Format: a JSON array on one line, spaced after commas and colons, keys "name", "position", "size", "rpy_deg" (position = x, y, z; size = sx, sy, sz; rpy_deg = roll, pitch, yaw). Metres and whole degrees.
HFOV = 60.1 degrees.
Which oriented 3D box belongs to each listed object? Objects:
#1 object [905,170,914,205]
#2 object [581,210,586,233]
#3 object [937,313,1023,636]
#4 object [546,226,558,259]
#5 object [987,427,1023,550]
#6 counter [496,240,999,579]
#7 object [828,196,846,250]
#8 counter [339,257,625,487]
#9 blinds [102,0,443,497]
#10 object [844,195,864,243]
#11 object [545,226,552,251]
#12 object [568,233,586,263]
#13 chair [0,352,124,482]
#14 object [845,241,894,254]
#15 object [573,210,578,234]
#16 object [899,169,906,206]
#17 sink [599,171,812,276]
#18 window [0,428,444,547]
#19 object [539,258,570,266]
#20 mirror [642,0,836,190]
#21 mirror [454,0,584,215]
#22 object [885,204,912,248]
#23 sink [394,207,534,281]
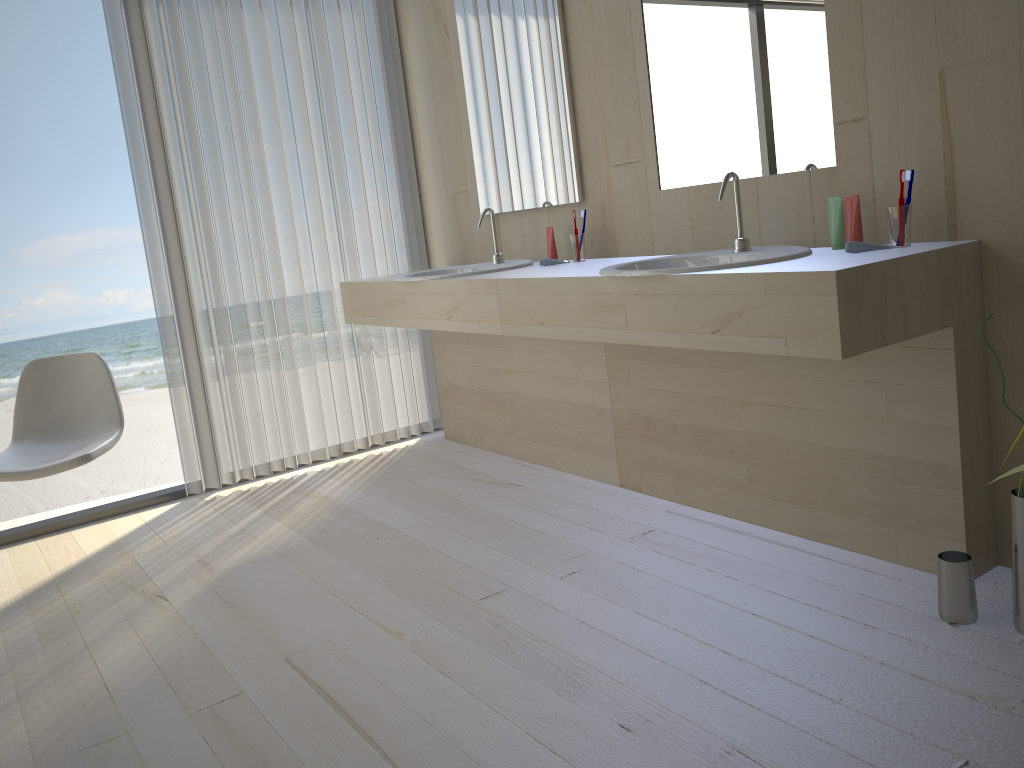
[{"name": "object", "position": [0.914, -0.408, 2.059], "size": [0.054, 0.174, 0.012], "rpy_deg": [-8, 7, -8]}, {"name": "object", "position": [0.239, -0.512, 3.058], "size": [0.054, 0.174, 0.012], "rpy_deg": [-8, 7, -8]}, {"name": "object", "position": [1.071, 0.116, 1.866], "size": [0.274, 0.743, 0.410], "rpy_deg": [0, 11, 44]}, {"name": "object", "position": [0.138, -0.484, 3.106], "size": [0.039, 0.134, 0.039], "rpy_deg": [-5, 8, 15]}, {"name": "object", "position": [0.699, 0.203, 0.436], "size": [0.916, 1.148, 0.757], "rpy_deg": [-7, 8, 0]}, {"name": "counter", "position": [0.562, 0.060, 2.412], "size": [0.553, 0.784, 1.208], "rpy_deg": [-12, 11, -33]}, {"name": "object", "position": [0.815, -0.402, 2.221], "size": [0.039, 0.134, 0.039], "rpy_deg": [-6, 8, 8]}, {"name": "counter", "position": [-0.113, -0.044, 3.410], "size": [0.553, 0.784, 1.208], "rpy_deg": [-12, 11, -33]}, {"name": "blinds", "position": [-0.920, -0.692, 3.670], "size": [1.189, 2.055, 0.084], "rpy_deg": [-12, 9, -33]}, {"name": "object", "position": [0.813, -0.381, 2.108], "size": [0.039, 0.134, 0.039], "rpy_deg": [-6, 8, 8]}, {"name": "object", "position": [0.140, -0.506, 3.219], "size": [0.039, 0.134, 0.039], "rpy_deg": [-5, 8, 15]}, {"name": "object", "position": [0.229, -0.469, 3.061], "size": [0.059, 0.099, 0.058], "rpy_deg": [-11, 9, -26]}, {"name": "chair", "position": [-1.506, 0.101, 2.884], "size": [0.369, 0.345, 0.458], "rpy_deg": [-8, 9, -5]}, {"name": "object", "position": [0.820, -0.318, 2.034], "size": [0.104, 0.029, 0.033], "rpy_deg": [-6, 9, 7]}, {"name": "object", "position": [0.221, -0.505, 3.026], "size": [0.012, 0.177, 0.050], "rpy_deg": [-6, 7, 6]}, {"name": "object", "position": [0.896, -0.401, 2.027], "size": [0.012, 0.177, 0.050], "rpy_deg": [-6, 7, 6]}, {"name": "sink", "position": [0.492, -0.333, 2.306], "size": [0.506, 0.416, 0.575], "rpy_deg": [-12, 11, -29]}, {"name": "window", "position": [-2.180, -0.683, 2.583], "size": [4.587, 2.792, 0.746], "rpy_deg": [-13, 10, -33]}, {"name": "object", "position": [0.145, -0.422, 3.033], "size": [0.104, 0.029, 0.033], "rpy_deg": [-6, 9, 7]}, {"name": "mirror", "position": [0.613, -1.013, 2.503], "size": [0.023, 0.862, 0.655], "rpy_deg": [-12, 10, -33]}, {"name": "mirror", "position": [0.010, -1.097, 3.346], "size": [0.023, 0.862, 0.655], "rpy_deg": [-12, 10, -33]}, {"name": "object", "position": [0.904, -0.366, 2.062], "size": [0.059, 0.099, 0.059], "rpy_deg": [-10, 9, -23]}, {"name": "sink", "position": [-0.183, -0.436, 3.305], "size": [0.506, 0.416, 0.575], "rpy_deg": [-12, 11, -29]}]
